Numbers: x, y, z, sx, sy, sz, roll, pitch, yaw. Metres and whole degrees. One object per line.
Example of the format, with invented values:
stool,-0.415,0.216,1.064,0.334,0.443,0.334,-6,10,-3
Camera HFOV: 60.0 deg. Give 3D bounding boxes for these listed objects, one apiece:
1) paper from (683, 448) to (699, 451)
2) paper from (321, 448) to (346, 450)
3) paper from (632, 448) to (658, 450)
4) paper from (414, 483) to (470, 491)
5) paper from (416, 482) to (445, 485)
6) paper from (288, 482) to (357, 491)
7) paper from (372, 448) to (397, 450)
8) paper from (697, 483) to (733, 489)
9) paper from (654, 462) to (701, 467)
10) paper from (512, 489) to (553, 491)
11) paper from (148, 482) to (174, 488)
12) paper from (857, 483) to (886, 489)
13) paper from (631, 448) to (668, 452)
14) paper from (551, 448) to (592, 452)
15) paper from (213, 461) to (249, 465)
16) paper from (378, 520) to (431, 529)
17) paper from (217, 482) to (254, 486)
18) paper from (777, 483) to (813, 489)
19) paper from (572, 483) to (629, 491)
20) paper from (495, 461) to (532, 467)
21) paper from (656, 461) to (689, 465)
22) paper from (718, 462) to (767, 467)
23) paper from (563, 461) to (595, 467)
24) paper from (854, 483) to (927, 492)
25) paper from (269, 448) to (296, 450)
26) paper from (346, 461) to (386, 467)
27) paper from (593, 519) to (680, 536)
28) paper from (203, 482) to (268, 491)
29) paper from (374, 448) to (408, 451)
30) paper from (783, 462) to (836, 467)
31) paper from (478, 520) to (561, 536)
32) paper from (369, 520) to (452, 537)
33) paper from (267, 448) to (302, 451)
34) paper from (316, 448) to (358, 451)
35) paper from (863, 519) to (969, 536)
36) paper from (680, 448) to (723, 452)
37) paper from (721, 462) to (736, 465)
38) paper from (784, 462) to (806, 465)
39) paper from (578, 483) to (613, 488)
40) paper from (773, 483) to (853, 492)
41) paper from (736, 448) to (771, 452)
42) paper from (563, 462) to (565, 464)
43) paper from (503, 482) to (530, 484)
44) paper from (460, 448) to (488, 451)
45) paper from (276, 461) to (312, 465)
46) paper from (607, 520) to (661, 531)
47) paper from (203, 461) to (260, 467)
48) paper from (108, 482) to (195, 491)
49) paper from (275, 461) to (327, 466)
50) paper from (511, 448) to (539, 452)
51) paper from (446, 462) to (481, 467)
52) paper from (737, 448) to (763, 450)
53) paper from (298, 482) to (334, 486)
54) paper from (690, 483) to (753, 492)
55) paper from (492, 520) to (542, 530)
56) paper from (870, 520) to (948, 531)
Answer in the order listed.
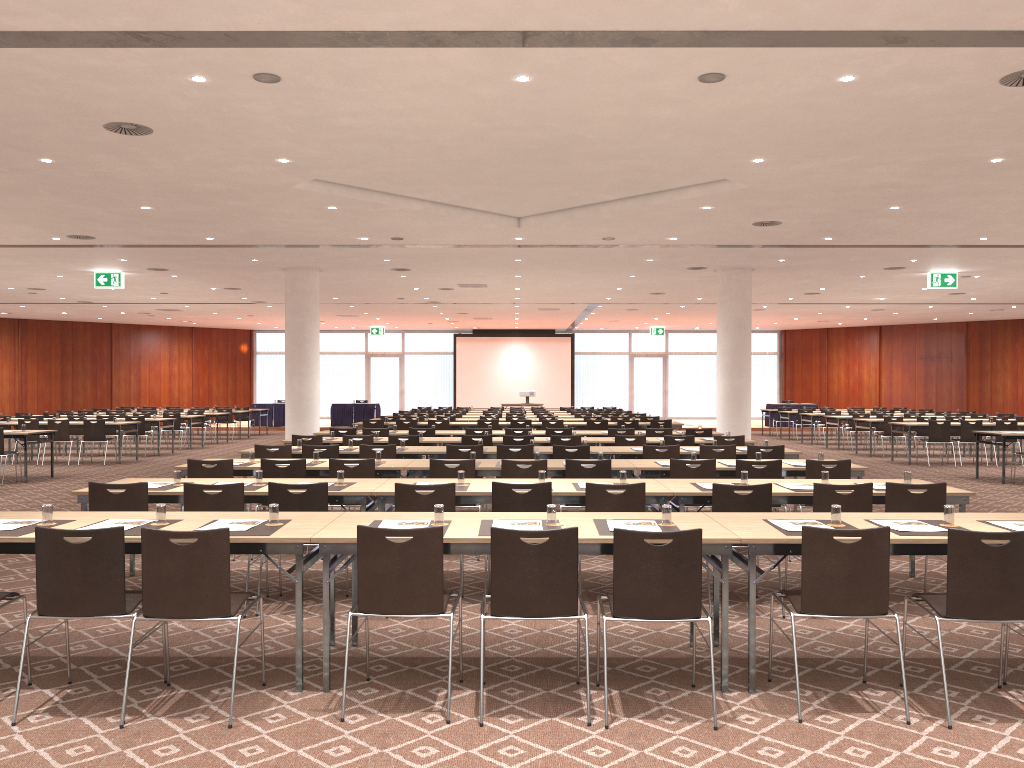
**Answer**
paper,2.306,0.812,11.048,0.283,0.006,0.398,0,0,-2
paper,-2.224,0.809,11.074,0.283,0.006,0.398,0,0,-1
paper,1.662,0.812,11.053,0.283,0.006,0.398,0,0,-1
paper,-0.573,0.812,6.996,0.460,0.003,0.565,0,0,0
paper,-0.635,0.808,7.080,0.283,0.006,0.398,0,0,1
paper,-1.521,0.811,7.031,0.460,0.003,0.565,0,0,3
paper,-1.586,0.809,11.054,0.283,0.006,0.398,0,0,1
paper,1.644,0.810,7.050,0.283,0.006,0.398,0,0,0
paper,1.711,0.815,8.996,0.460,0.003,0.565,0,0,0
paper,0.081,0.812,6.999,0.460,0.003,0.565,0,0,-1
paper,-2.896,0.806,7.097,0.283,0.006,0.398,0,0,2
paper,2.954,0.811,7.050,0.283,0.006,0.398,0,0,0
paper,1.732,0.816,11.003,0.460,0.003,0.565,0,0,0
paper,0.731,0.815,10.999,0.460,0.003,0.565,0,0,-1
paper,-2.876,0.807,9.075,0.283,0.006,0.398,0,0,2
paper,-0.617,0.807,5.064,0.283,0.006,0.398,0,0,-1
paper,-2.260,0.807,7.093,0.283,0.006,0.398,0,0,1
paper,2.299,0.810,7.046,0.283,0.006,0.398,0,0,1
paper,0.722,0.813,7.007,0.460,0.003,0.565,0,0,0
paper,0.075,0.813,9.021,0.460,0.003,0.565,0,0,2
paper,1.645,0.811,9.063,0.283,0.006,0.398,0,0,1
paper,2.365,0.815,8.993,0.460,0.003,0.565,0,0,1
paper,0.756,0.814,9.011,0.460,0.003,0.565,0,0,3
paper,3.019,0.815,7.000,0.460,0.003,0.565,0,0,4
paper,-2.855,0.808,11.082,0.283,0.006,0.398,0,0,1
paper,-1.551,0.812,9.013,0.460,0.003,0.565,0,0,1
paper,0.707,0.812,5.032,0.460,0.003,0.565,0,0,2
paper,-2.190,0.810,7.018,0.460,0.003,0.565,0,0,-1
paper,-1.547,0.813,11.008,0.460,0.003,0.565,0,0,0
paper,3.033,0.816,9.000,0.460,0.003,0.565,0,0,3
paper,0.048,0.811,5.013,0.460,0.003,0.565,0,0,0
paper,-0.590,0.811,4.985,0.460,0.003,0.565,0,0,1
paper,-2.817,0.812,11.010,0.460,0.003,0.565,0,0,0
paper,-2.176,0.813,11.016,0.460,0.003,0.565,0,0,1
paper,2.322,0.813,5.021,0.460,0.003,0.565,0,0,3
paper,2.359,0.816,10.990,0.460,0.003,0.565,0,0,0
paper,2.313,0.811,9.045,0.283,0.006,0.398,0,0,-3
paper,2.967,0.812,9.055,0.283,0.006,0.398,0,0,-2
paper,0.678,0.809,7.072,0.283,0.006,0.398,0,0,0
paper,2.366,0.814,6.978,0.460,0.003,0.565,0,0,0
paper,2.998,0.817,10.976,0.460,0.003,0.565,0,0,-1
paper,0.671,0.810,9.047,0.283,0.006,0.398,0,0,-1
paper,0.052,0.808,7.071,0.283,0.006,0.398,0,0,1
paper,-0.540,0.814,11.004,0.460,0.003,0.565,0,0,1
paper,-2.227,0.808,9.077,0.283,0.006,0.398,0,0,-1
paper,0.692,0.808,5.064,0.283,0.006,0.398,0,0,3
paper,-2.842,0.811,8.994,0.460,0.003,0.565,0,0,-1
paper,-2.854,0.810,7.029,0.460,0.003,0.565,0,0,2
paper,-2.185,0.812,9.040,0.460,0.003,0.565,0,0,3
paper,0.101,0.814,10.977,0.460,0.003,0.565,0,0,1
paper,-0.558,0.813,9.004,0.460,0.003,0.565,0,0,2
paper,2.974,0.813,11.069,0.283,0.006,0.398,0,0,2
paper,-1.596,0.807,7.064,0.283,0.006,0.398,0,0,2
paper,1.680,0.814,7.000,0.460,0.003,0.565,0,0,2
paper,0.030,0.807,5.063,0.283,0.006,0.398,0,0,1
paper,2.269,0.809,5.079,0.283,0.006,0.398,0,0,-2
